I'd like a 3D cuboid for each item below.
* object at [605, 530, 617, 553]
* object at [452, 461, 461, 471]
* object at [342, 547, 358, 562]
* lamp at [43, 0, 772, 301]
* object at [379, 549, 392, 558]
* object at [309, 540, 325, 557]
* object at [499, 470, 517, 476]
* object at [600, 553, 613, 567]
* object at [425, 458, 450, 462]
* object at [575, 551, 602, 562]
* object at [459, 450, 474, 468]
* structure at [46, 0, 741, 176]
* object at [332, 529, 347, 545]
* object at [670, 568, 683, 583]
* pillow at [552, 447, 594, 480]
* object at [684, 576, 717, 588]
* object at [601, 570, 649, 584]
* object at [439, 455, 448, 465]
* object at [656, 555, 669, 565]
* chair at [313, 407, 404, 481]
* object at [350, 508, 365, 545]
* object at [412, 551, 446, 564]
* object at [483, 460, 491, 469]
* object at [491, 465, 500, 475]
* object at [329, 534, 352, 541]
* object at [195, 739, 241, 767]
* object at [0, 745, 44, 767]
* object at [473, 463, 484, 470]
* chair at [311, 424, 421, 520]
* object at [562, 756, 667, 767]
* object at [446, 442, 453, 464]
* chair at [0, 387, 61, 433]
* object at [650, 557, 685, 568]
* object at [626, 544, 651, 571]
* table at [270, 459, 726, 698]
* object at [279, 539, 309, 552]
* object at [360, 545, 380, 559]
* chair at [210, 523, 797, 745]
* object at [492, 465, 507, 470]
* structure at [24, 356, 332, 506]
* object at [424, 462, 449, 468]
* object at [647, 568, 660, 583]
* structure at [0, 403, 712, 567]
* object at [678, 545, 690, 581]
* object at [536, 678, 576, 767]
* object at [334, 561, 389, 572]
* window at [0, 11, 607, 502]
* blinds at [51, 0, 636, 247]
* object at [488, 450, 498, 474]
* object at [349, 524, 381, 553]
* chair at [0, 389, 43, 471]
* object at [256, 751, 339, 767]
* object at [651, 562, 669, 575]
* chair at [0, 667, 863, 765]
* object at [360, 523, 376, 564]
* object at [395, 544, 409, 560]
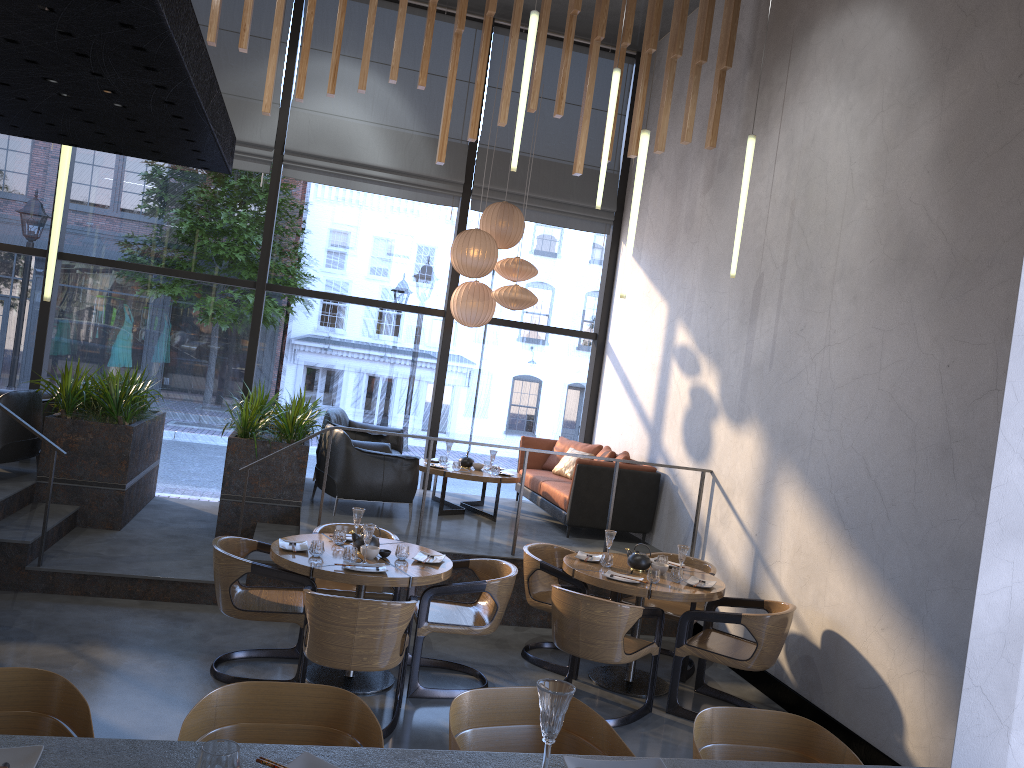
[{"bbox_3d":[0.665,1.123,6.100,0.082,0.227,0.082,7,1,-42],"label":"object"},{"bbox_3d":[-0.533,0.791,8.551,0.086,0.086,0.086,8,1,-9],"label":"object"},{"bbox_3d":[-0.930,0.986,5.105,0.086,0.086,0.086,8,1,12],"label":"object"},{"bbox_3d":[-1.104,-5.362,1.277,8.975,10.231,8.774,8,1,-15],"label":"lamp"},{"bbox_3d":[-0.771,1.028,5.362,0.080,0.042,0.080,8,1,41],"label":"object"},{"bbox_3d":[-1.134,0.958,5.154,0.086,0.086,0.086,8,1,12],"label":"object"},{"bbox_3d":[-0.068,0.884,8.759,0.170,0.025,0.294,7,1,-33],"label":"object"},{"bbox_3d":[0.642,1.193,5.995,0.086,0.086,0.086,8,1,10],"label":"object"},{"bbox_3d":[-0.775,0.784,9.089,0.170,0.025,0.294,8,1,22],"label":"object"},{"bbox_3d":[0.528,1.207,6.151,0.170,0.025,0.294,8,1,12],"label":"object"},{"bbox_3d":[-0.456,0.751,8.933,0.168,0.179,0.163,8,1,42],"label":"object"},{"bbox_3d":[-2.288,-1.343,1.630,10.399,5.894,10.127,8,1,-13],"label":"structure"},{"bbox_3d":[-1.081,0.961,5.557,0.086,0.086,0.086,7,1,-31],"label":"object"},{"bbox_3d":[1.080,1.254,5.815,0.086,0.086,0.086,7,1,-37],"label":"object"},{"bbox_3d":[0.650,0.858,9.596,0.289,0.311,0.393,7,1,-33],"label":"pillow"},{"bbox_3d":[1.225,1.306,5.798,0.170,0.025,0.294,8,1,25],"label":"object"},{"bbox_3d":[0.726,1.239,5.640,0.294,0.025,0.170,8,1,25],"label":"object"},{"bbox_3d":[-0.690,0.767,8.917,0.086,0.086,0.086,8,1,24],"label":"object"},{"bbox_3d":[1.050,1.247,6.196,0.086,0.086,0.086,8,1,-19],"label":"object"},{"bbox_3d":[-1.597,0.660,9.335,0.833,0.743,1.030,8,1,1],"label":"chair"},{"bbox_3d":[-0.985,0.902,5.615,0.082,0.227,0.082,8,1,8],"label":"object"},{"bbox_3d":[-0.514,1.071,5.424,0.170,0.025,0.294,8,1,6],"label":"object"},{"bbox_3d":[-0.253,0.825,9.042,0.086,0.086,0.086,8,1,-9],"label":"object"},{"bbox_3d":[-0.159,0.842,8.640,0.086,0.086,0.086,8,1,-9],"label":"object"},{"bbox_3d":[-1.041,0.996,5.743,0.294,0.025,0.170,7,1,-29],"label":"object"},{"bbox_3d":[-0.551,0.722,1.660,0.086,0.086,0.086,7,1,-38],"label":"object"},{"bbox_3d":[-1.018,0.690,1.584,0.294,0.025,0.170,8,1,-15],"label":"object"},{"bbox_3d":[-0.339,0.826,8.854,0.116,0.065,0.116,8,1,16],"label":"object"},{"bbox_3d":[-1.348,0.784,8.138,0.833,0.743,1.030,8,1,-28],"label":"chair"},{"bbox_3d":[0.221,0.856,1.922,0.294,0.025,0.170,8,1,-15],"label":"object"},{"bbox_3d":[-0.649,0.700,9.017,0.082,0.227,0.082,7,1,-31],"label":"object"},{"bbox_3d":[-4.707,0.320,8.545,0.833,0.743,1.030,8,1,-28],"label":"chair"},{"bbox_3d":[1.112,1.285,6.345,0.170,0.025,0.294,7,1,-43],"label":"object"},{"bbox_3d":[0.870,1.176,6.051,0.168,0.179,0.163,8,1,-9],"label":"object"},{"bbox_3d":[-3.814,0.906,5.172,10.659,0.968,6.876,8,1,-13],"label":"table"},{"bbox_3d":[-1.294,0.966,5.257,0.170,0.025,0.294,8,1,-16],"label":"object"},{"bbox_3d":[-0.848,1.006,5.285,0.116,0.065,0.116,7,1,-35],"label":"object"},{"bbox_3d":[-2.812,1.162,3.819,9.749,0.759,4.352,8,1,-12],"label":"chair"},{"bbox_3d":[-0.166,0.867,9.177,0.170,0.025,0.294,7,1,-33],"label":"object"},{"bbox_3d":[-6.321,0.260,3.053,4.306,1.608,15.715,8,1,25],"label":"structure"},{"bbox_3d":[-0.716,0.797,8.604,0.170,0.025,0.294,7,1,-33],"label":"object"},{"bbox_3d":[0.910,1.232,5.692,0.086,0.086,0.086,7,1,-42],"label":"object"},{"bbox_3d":[-2.836,-0.639,1.638,11.718,4.117,9.054,8,1,-14],"label":"structure"},{"bbox_3d":[1.125,1.188,5.892,0.082,0.227,0.082,8,1,9],"label":"object"},{"bbox_3d":[0.076,0.735,1.832,0.082,0.227,0.082,8,1,21],"label":"object"},{"bbox_3d":[-0.850,1.029,4.980,0.294,0.025,0.170,8,1,-16],"label":"object"},{"bbox_3d":[-3.234,-1.480,2.931,12.739,5.897,12.900,8,1,-13],"label":"window"},{"bbox_3d":[-6.792,-3.801,4.973,8.760,2.314,17.610,8,1,30],"label":"blinds"},{"bbox_3d":[-0.195,0.765,8.712,0.082,0.227,0.082,8,1,30],"label":"object"},{"bbox_3d":[-0.887,0.942,5.426,0.168,0.179,0.163,8,1,25],"label":"object"},{"bbox_3d":[-4.435,0.368,7.394,0.833,0.743,1.030,8,1,-7],"label":"chair"},{"bbox_3d":[-0.377,0.776,1.715,0.294,0.025,0.170,8,1,24],"label":"object"},{"bbox_3d":[0.998,1.252,5.996,0.116,0.065,0.116,8,1,12],"label":"object"},{"bbox_3d":[1.063,1.577,0.690,2.787,1.047,5.395,7,1,-36],"label":"chair"},{"bbox_3d":[-0.839,0.927,5.127,0.082,0.227,0.082,7,1,-44],"label":"object"},{"bbox_3d":[-0.664,1.020,5.377,0.086,0.086,0.086,8,1,-11],"label":"object"}]
